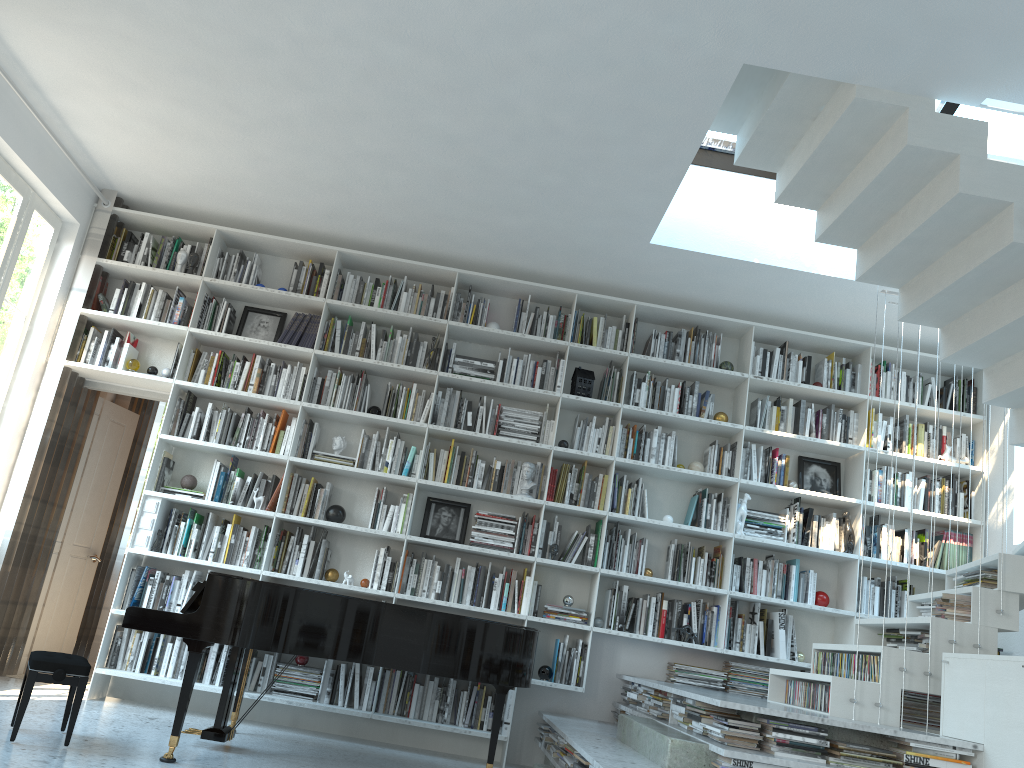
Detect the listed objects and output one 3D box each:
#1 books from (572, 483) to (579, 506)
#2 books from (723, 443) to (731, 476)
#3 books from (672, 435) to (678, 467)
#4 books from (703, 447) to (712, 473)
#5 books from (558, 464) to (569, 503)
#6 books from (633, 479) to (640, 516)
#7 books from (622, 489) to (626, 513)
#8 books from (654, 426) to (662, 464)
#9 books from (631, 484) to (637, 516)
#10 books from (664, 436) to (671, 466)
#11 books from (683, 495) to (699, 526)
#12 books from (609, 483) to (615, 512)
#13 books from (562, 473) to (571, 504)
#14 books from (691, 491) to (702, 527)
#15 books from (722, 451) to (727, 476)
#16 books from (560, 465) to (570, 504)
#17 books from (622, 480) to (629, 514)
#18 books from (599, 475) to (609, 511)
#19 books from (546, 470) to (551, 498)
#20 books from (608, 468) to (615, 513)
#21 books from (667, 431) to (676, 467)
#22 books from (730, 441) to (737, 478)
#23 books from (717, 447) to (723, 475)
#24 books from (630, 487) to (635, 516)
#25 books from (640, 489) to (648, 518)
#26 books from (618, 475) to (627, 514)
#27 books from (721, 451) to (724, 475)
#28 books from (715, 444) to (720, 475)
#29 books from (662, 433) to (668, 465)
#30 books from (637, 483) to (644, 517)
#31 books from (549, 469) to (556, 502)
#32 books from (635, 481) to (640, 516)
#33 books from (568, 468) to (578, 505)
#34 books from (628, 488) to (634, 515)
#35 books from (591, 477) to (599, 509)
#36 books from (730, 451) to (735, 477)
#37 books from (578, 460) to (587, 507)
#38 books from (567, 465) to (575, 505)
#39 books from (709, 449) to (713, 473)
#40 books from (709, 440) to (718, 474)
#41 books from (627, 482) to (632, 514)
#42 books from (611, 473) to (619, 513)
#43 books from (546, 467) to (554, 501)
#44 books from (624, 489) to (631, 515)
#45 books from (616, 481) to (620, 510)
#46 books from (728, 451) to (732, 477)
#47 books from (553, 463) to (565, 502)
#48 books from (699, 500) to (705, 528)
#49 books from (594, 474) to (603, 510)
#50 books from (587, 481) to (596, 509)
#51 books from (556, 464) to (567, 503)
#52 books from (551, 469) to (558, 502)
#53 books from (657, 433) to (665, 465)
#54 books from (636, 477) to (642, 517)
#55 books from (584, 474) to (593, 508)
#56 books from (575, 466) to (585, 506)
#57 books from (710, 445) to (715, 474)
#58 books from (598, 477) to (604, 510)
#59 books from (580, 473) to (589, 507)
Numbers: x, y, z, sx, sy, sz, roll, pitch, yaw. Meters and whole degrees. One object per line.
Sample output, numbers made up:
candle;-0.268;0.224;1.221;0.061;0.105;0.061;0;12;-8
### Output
books;0.419;0.770;6.009;0.030;0.180;0.132;10;-16;-1
books;1.462;0.550;6.114;0.016;0.256;0.176;10;-15;-1
books;1.115;0.496;6.123;0.034;0.253;0.161;10;-15;-1
books;1.343;0.553;6.127;0.015;0.219;0.140;10;-15;-1
books;0.338;0.693;5.994;0.035;0.292;0.145;10;-15;-1
books;0.827;0.792;6.009;0.006;0.269;0.179;10;-15;-1
books;0.736;0.815;6.001;0.014;0.192;0.147;10;-16;-1
books;0.986;0.451;6.122;0.027;0.294;0.160;10;-15;-1
books;0.813;0.806;6.014;0.017;0.242;0.133;10;-15;-1
books;1.053;0.492;6.107;0.021;0.231;0.183;10;-16;-1
books;1.210;0.878;6.025;0.056;0.240;0.154;10;-15;-1
books;0.660;0.789;6.004;0.015;0.219;0.155;10;-15;-1
books;0.364;0.729;5.993;0.015;0.231;0.180;10;-16;-1
books;1.250;0.871;6.023;0.021;0.263;0.174;10;-15;-1
books;1.443;0.576;6.116;0.013;0.201;0.174;10;-16;-1
books;0.349;0.699;6.009;0.035;0.292;0.145;10;-15;-1
books;0.755;0.789;6.015;0.013;0.255;0.145;10;-15;-1
books;0.610;0.759;6.019;0.033;0.268;0.142;10;-15;-1
books;0.232;0.698;6.005;0.014;0.253;0.161;10;-15;-1
books;0.659;0.737;6.003;0.006;0.317;0.165;10;-15;-1
books;1.080;0.474;6.102;0.024;0.271;0.170;10;-15;-1
books;1.510;0.547;6.114;0.005;0.277;0.183;10;-15;-1
books;1.418;0.561;6.125;0.016;0.227;0.160;10;-15;-1
books;0.800;0.815;5.998;0.007;0.211;0.158;10;-16;-1
books;0.889;0.830;5.990;0.051;0.209;0.177;10;-16;-1
books;0.731;0.766;5.989;0.013;0.278;0.192;10;-15;-1
books;1.430;0.575;6.127;0.012;0.206;0.138;10;-15;-1
books;1.392;0.548;6.125;0.016;0.243;0.152;10;-15;-1
books;1.032;0.477;6.124;0.024;0.261;0.134;10;-15;-1
books;0.862;0.810;6.021;0.007;0.253;0.161;10;-15;-1
books;0.263;0.709;6.005;0.014;0.243;0.145;10;-15;-1
books;0.833;0.793;6.015;0.006;0.273;0.167;10;-15;-1
books;0.403;0.719;6.019;0.035;0.277;0.139;10;-15;-1
books;0.789;0.817;6.005;0.014;0.208;0.157;10;-16;-1
books;0.547;0.760;6.006;0.028;0.239;0.146;10;-15;-1
books;1.496;0.581;6.111;0.012;0.205;0.170;10;-16;-1
books;0.465;0.696;6.011;0.021;0.336;0.170;10;-15;-1
books;0.386;0.702;5.998;0.019;0.293;0.164;10;-15;-1
books;1.352;0.561;6.121;0.005;0.204;0.154;10;-16;-1
books;1.379;0.531;6.117;0.015;0.266;0.164;10;-15;-1
books;0.781;0.799;6.009;0.008;0.242;0.169;10;-15;-1
books;0.687;0.758;6.004;0.035;0.287;0.192;10;-15;-1
books;0.247;0.701;6.007;0.015;0.254;0.151;10;-15;-1
books;0.767;0.814;5.977;0.017;0.191;0.192;10;-16;-1
books;0.703;0.787;6.018;0.007;0.243;0.146;10;-15;-1
books;1.471;0.577;6.106;0.013;0.204;0.174;10;-16;-1
books;0.312;0.690;5.998;0.035;0.292;0.145;10;-15;-1
books;1.267;0.899;6.010;0.006;0.209;0.188;10;-16;-1
books;0.573;0.750;6.006;0.032;0.265;0.143;10;-15;-1
books;0.520;0.767;5.982;0.034;0.203;0.182;10;-16;-1
books;0.324;0.695;6.008;0.035;0.292;0.145;10;-15;-1
books;0.277;0.713;6.017;0.013;0.246;0.177;10;-16;-1
books;1.008;0.476;6.102;0.025;0.244;0.184;10;-16;-1
books;0.843;0.788;6.017;0.013;0.286;0.159;10;-15;-1
books;0.500;0.743;5.979;0.027;0.241;0.189;10;-16;-1
books;0.451;0.710;5.987;0.019;0.292;0.182;10;-15;-1
books;1.363;0.549;6.123;0.012;0.231;0.154;10;-15;-1
books;0.589;0.766;6.018;0.019;0.247;0.149;10;-15;-1
books;0.476;0.740;6.003;0.033;0.252;0.175;10;-15;-1
